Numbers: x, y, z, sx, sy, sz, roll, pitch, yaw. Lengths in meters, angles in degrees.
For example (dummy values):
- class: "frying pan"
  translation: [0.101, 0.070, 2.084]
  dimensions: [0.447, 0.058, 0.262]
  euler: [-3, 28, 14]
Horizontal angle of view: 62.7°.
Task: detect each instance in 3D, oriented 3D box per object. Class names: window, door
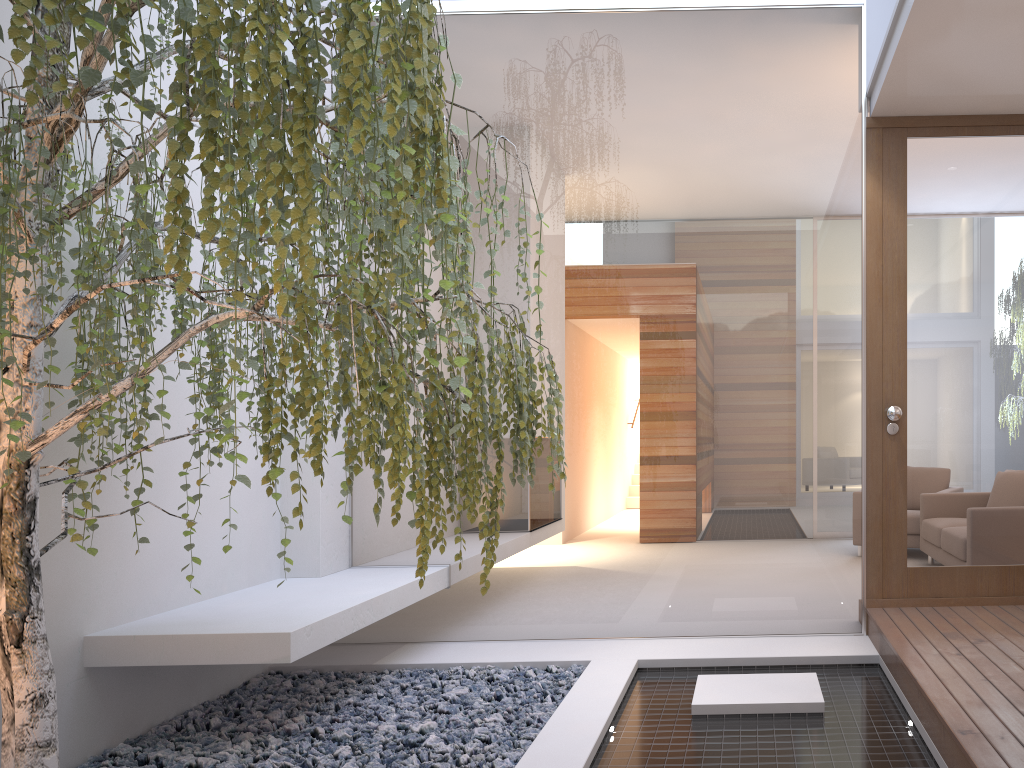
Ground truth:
- class: "window"
  translation: [0.390, -0.314, 4.240]
  dimensions: [2.822, 3.255, 0.050]
  euler: [-1, 0, 0]
- class: "door"
  translation: [2.321, -0.114, 4.193]
  dimensions: [0.937, 2.364, 0.112]
  euler: [-1, 0, 0]

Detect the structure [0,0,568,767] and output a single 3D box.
- class: "structure"
  translation: [-0.809, -0.795, 1.958]
  dimensions: [1.773, 3.990, 2.430]
  euler: [-1, -1, 6]
